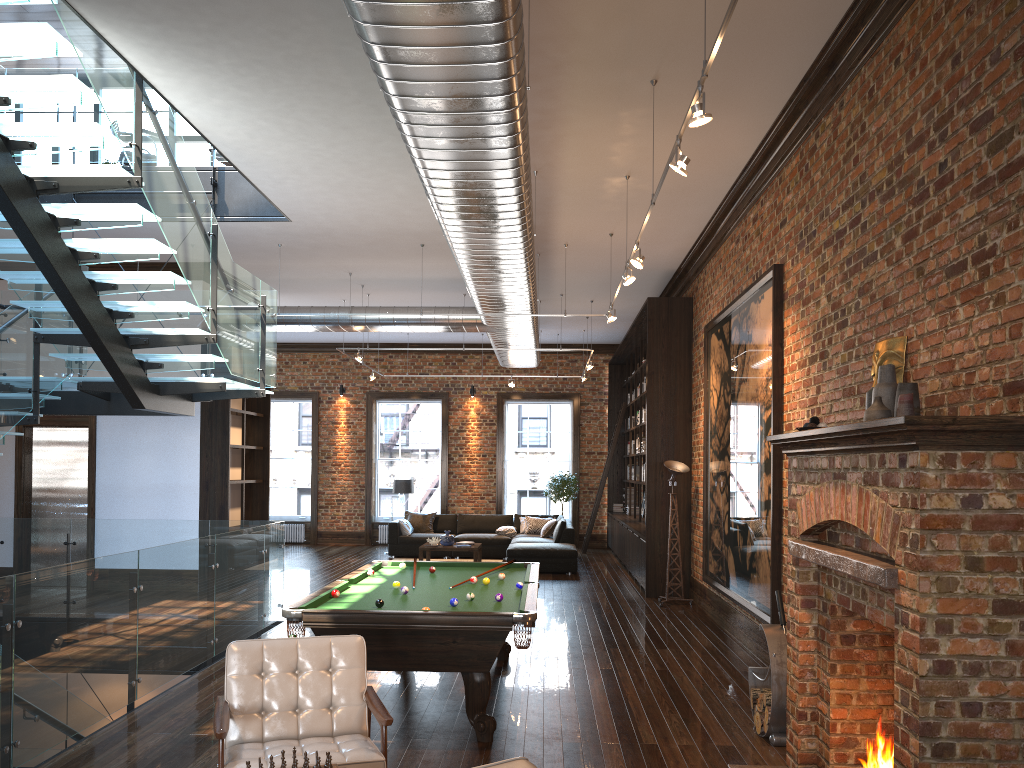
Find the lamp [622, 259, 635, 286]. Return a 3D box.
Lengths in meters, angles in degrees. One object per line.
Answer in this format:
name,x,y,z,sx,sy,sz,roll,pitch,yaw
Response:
lamp,1.044,-0.991,7.891,0.114,0.230,0.114,1,-2,-19

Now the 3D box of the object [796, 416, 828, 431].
object,1.698,0.230,4.931,0.237,0.105,0.237,0,-5,12

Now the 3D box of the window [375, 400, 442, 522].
window,-2.281,1.724,19.709,1.520,2.748,0.155,0,-1,2

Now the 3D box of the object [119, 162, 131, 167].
object,-4.598,-2.701,10.764,0.541,0.767,0.520,2,-2,-28

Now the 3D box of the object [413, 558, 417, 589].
object,-0.813,1.567,7.408,0.028,0.072,1.612,1,-5,-6

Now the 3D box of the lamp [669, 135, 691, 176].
lamp,0.931,-1.274,4.951,0.114,0.230,0.114,1,-2,-24

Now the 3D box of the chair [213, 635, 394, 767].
chair,-0.966,1.645,4.064,0.768,0.864,0.743,1,-3,-18

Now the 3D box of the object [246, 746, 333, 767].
object,-0.851,1.446,3.393,0.334,0.100,0.076,3,-3,-23

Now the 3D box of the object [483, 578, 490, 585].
object,-0.200,1.530,6.874,0.057,0.057,0.057,0,-3,2

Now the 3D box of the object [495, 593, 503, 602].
object,-0.087,1.449,6.018,0.057,0.057,0.057,-1,-3,24

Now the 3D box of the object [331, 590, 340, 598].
object,-1.217,1.448,6.119,0.057,0.057,0.057,3,-4,-41

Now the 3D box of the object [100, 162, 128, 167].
object,-6.632,-2.865,14.951,0.813,1.861,0.801,2,-2,-39

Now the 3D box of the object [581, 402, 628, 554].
object,1.879,1.919,18.094,0.897,3.071,0.496,1,-1,2

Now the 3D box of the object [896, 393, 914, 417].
object,1.894,0.132,4.268,0.082,0.178,0.082,-1,-2,44

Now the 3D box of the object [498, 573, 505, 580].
object,-0.083,1.561,7.193,0.057,0.057,0.057,3,-4,-42

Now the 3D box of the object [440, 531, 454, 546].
object,-1.129,2.693,15.487,0.215,0.250,0.215,-1,-3,35

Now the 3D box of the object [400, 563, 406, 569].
object,-0.973,1.621,7.898,0.057,0.057,0.057,0,-3,3

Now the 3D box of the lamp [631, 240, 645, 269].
lamp,1.020,-1.055,7.226,0.113,0.229,0.114,0,-2,31

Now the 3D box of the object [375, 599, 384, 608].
object,-0.852,1.412,5.709,0.057,0.057,0.057,0,-3,7

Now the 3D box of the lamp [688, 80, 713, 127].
lamp,0.906,-1.349,4.263,0.117,0.212,0.117,-1,-2,44

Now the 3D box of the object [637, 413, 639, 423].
object,2.322,0.650,16.298,0.075,0.254,0.087,1,-1,-8

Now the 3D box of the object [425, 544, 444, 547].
object,-1.343,2.791,15.318,0.267,0.018,0.202,-2,-6,26

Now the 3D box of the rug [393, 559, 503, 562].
rug,-1.218,3.157,15.429,2.021,0.003,2.123,0,-5,2

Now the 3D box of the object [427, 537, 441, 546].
object,-1.333,2.721,15.329,0.219,0.159,0.218,-3,-5,44

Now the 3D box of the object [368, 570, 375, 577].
object,-1.166,1.565,7.336,0.057,0.057,0.057,0,-3,1

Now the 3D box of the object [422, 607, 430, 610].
object,-0.524,1.385,5.395,0.057,0.057,0.057,-1,-3,20

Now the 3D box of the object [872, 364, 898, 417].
object,1.932,0.076,4.568,0.145,0.349,0.145,-1,-2,39

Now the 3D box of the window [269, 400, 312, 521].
window,-5.138,1.708,19.818,1.520,2.748,0.155,0,-1,2

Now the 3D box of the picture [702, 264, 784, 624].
picture,2.238,0.666,8.872,0.080,2.994,3.212,1,-3,2

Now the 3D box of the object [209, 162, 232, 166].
object,-3.292,-2.694,10.709,0.540,0.767,0.521,0,-2,12

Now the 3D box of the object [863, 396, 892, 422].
object,1.802,0.145,4.370,0.136,0.169,0.136,-2,-4,44

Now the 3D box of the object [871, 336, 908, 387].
object,2.069,0.022,4.962,0.125,0.535,0.410,1,-2,2

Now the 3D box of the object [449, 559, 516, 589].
object,-0.218,1.570,7.385,0.028,0.072,1.612,0,-5,18

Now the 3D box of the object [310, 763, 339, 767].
object,-0.802,1.497,3.273,0.388,0.028,0.389,3,-6,-23

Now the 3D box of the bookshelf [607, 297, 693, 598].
bookshelf,2.229,1.198,15.478,0.600,3.988,7.437,1,-4,2

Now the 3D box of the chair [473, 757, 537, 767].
chair,-0.380,1.512,2.615,0.769,0.864,0.742,3,-3,-38

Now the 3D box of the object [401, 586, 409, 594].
object,-0.765,1.472,6.321,0.057,0.057,0.057,2,-3,-28

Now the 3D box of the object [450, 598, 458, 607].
object,-0.378,1.424,5.784,0.057,0.057,0.057,0,-3,7

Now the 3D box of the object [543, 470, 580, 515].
object,1.037,2.757,18.914,0.812,1.861,0.802,0,-1,11

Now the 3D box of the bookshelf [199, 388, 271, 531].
bookshelf,-3.973,1.129,12.826,0.400,3.510,1.787,1,-2,2

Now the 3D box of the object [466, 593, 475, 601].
object,-0.283,1.449,6.042,0.057,0.057,0.057,-2,-4,41

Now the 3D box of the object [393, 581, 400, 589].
object,-0.863,1.499,6.621,0.057,0.057,0.057,-2,-4,39

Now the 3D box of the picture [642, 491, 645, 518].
picture,2.518,2.291,16.923,0.112,0.497,0.509,1,-3,2

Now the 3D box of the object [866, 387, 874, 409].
object,1.943,0.139,4.713,0.118,0.249,0.118,2,-2,-40

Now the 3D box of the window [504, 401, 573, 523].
window,0.578,1.741,19.601,1.520,2.748,0.155,0,-1,2

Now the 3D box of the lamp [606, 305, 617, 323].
lamp,1.119,-0.793,9.955,0.113,0.229,0.114,0,-2,16

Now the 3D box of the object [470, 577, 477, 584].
object,-0.299,1.535,6.936,0.057,0.057,0.057,2,-4,-33

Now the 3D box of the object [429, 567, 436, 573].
object,-0.684,1.596,7.615,0.057,0.057,0.057,3,-4,-39

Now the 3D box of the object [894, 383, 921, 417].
object,1.955,0.111,4.385,0.120,0.242,0.120,0,-2,22

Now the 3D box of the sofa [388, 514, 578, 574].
sofa,-0.613,2.824,16.072,3.500,0.802,3.463,0,-5,2
